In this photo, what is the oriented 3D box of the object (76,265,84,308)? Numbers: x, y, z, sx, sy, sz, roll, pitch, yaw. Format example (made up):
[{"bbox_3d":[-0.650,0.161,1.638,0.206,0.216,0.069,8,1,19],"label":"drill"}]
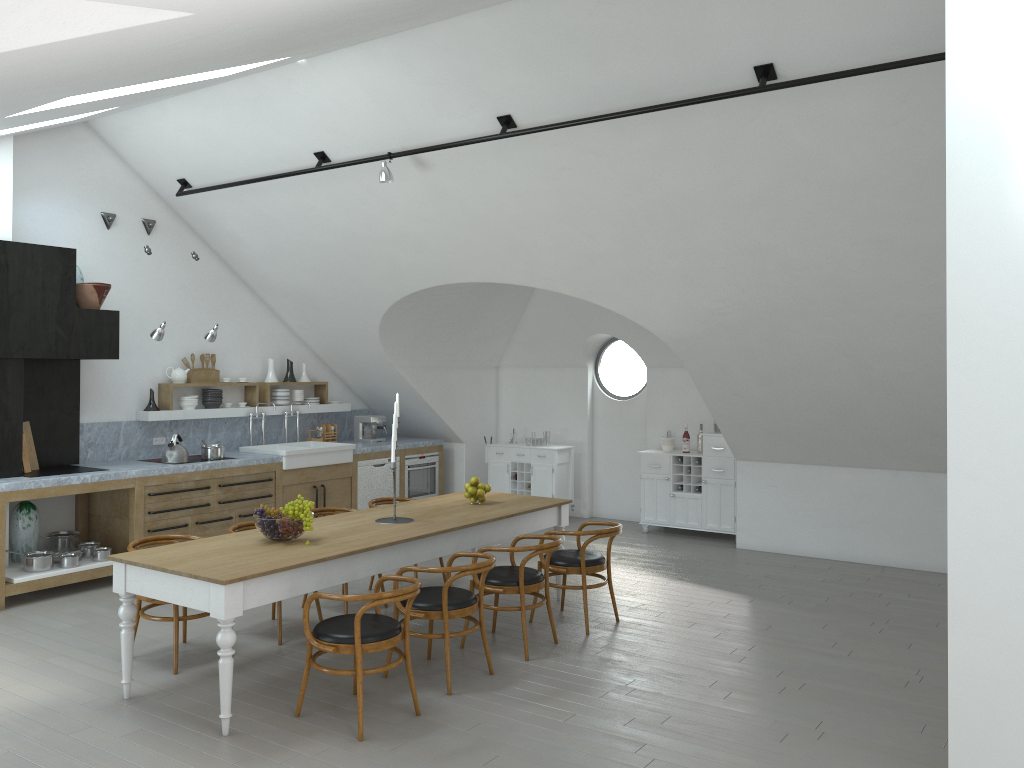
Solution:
[{"bbox_3d":[-3.957,-0.896,7.941,0.231,0.503,0.231,0,-1,-14],"label":"object"}]

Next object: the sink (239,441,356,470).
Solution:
[{"bbox_3d":[-2.301,0.764,9.563,0.727,0.202,1.020,1,1,35],"label":"sink"}]

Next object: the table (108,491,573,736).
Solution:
[{"bbox_3d":[-0.883,1.341,6.014,1.018,0.799,3.348,0,1,35],"label":"table"}]

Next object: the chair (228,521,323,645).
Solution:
[{"bbox_3d":[-1.691,1.370,6.245,0.621,0.735,0.527,0,0,31],"label":"chair"}]

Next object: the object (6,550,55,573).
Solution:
[{"bbox_3d":[-3.875,1.422,7.162,0.378,0.164,0.223,0,0,24],"label":"object"}]

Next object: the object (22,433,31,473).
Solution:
[{"bbox_3d":[-4.081,0.582,7.418,0.148,0.336,0.081,0,-1,25],"label":"object"}]

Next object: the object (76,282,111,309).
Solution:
[{"bbox_3d":[-3.697,-0.758,7.739,0.348,0.236,0.366,0,0,-38],"label":"object"}]

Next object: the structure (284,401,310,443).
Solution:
[{"bbox_3d":[-2.372,0.456,9.959,0.332,0.530,0.214,0,-1,15],"label":"structure"}]

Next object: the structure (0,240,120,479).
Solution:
[{"bbox_3d":[-4.027,-0.199,7.526,0.780,1.885,1.075,0,-1,35],"label":"structure"}]

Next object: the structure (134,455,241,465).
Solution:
[{"bbox_3d":[-3.124,0.748,8.545,0.647,0.041,0.737,1,1,35],"label":"structure"}]

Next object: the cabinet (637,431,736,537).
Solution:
[{"bbox_3d":[2.059,1.110,9.936,1.242,1.154,0.609,0,0,35],"label":"cabinet"}]

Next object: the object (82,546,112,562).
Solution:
[{"bbox_3d":[-3.513,1.438,7.533,0.261,0.113,0.153,1,0,34],"label":"object"}]

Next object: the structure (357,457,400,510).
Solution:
[{"bbox_3d":[-1.762,1.265,10.313,0.598,0.823,0.724,0,0,35],"label":"structure"}]

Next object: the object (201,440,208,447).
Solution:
[{"bbox_3d":[-2.974,0.634,8.692,0.236,0.167,0.051,0,0,30],"label":"object"}]

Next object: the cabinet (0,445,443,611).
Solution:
[{"bbox_3d":[-3.062,1.301,8.712,1.004,1.022,6.427,0,1,35],"label":"cabinet"}]

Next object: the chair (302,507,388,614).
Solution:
[{"bbox_3d":[-1.328,1.361,6.879,0.621,0.735,0.527,0,0,38],"label":"chair"}]

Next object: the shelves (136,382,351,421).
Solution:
[{"bbox_3d":[-3.505,-0.320,8.516,0.480,1.362,5.549,0,1,29],"label":"shelves"}]

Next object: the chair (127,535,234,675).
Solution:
[{"bbox_3d":[-2.152,1.377,5.683,0.621,0.735,0.527,0,0,35],"label":"chair"}]

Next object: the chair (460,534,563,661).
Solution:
[{"bbox_3d":[0.029,1.381,5.884,0.621,0.735,0.527,0,0,30],"label":"chair"}]

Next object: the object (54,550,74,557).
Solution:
[{"bbox_3d":[-3.793,1.436,7.506,0.061,0.035,0.169,0,1,35],"label":"object"}]

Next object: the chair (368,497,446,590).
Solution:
[{"bbox_3d":[-0.909,1.353,7.469,0.621,0.735,0.527,0,0,31],"label":"chair"}]

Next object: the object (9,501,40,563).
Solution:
[{"bbox_3d":[-4.114,1.241,7.485,0.231,0.498,0.231,0,-1,-14],"label":"object"}]

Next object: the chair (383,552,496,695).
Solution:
[{"bbox_3d":[-0.397,1.388,5.293,0.621,0.735,0.527,0,0,35],"label":"chair"}]

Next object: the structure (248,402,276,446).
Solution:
[{"bbox_3d":[-2.649,0.461,9.556,0.332,0.530,0.214,0,-1,15],"label":"structure"}]

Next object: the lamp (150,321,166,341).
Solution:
[{"bbox_3d":[-3.172,-0.472,7.936,0.115,0.178,0.164,0,0,-37],"label":"lamp"}]

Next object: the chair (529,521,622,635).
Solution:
[{"bbox_3d":[0.495,1.373,6.440,0.621,0.735,0.527,0,0,37],"label":"chair"}]

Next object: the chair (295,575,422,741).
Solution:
[{"bbox_3d":[-0.776,1.397,4.672,0.621,0.735,0.527,0,0,38],"label":"chair"}]

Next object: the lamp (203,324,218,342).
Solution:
[{"bbox_3d":[-2.840,-0.482,8.410,0.169,0.176,0.112,0,0,27],"label":"lamp"}]

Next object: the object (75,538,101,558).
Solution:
[{"bbox_3d":[-3.682,1.427,7.707,0.182,0.134,0.308,0,1,-31],"label":"object"}]

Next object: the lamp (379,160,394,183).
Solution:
[{"bbox_3d":[-0.974,-1.651,6.884,0.112,0.175,0.114,0,0,-3],"label":"lamp"}]

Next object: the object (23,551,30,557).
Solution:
[{"bbox_3d":[-3.805,1.396,7.076,0.051,0.152,0.190,0,0,35],"label":"object"}]

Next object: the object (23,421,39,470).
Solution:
[{"bbox_3d":[-4.135,0.532,7.603,0.148,0.427,0.078,0,-1,-20],"label":"object"}]

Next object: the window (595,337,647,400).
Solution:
[{"bbox_3d":[1.396,-0.200,10.988,0.900,0.900,0.060,0,-1,35],"label":"window"}]

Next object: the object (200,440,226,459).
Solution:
[{"bbox_3d":[-2.901,0.659,8.739,0.232,0.170,0.394,0,1,14],"label":"object"}]

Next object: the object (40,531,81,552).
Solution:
[{"bbox_3d":[-4.063,1.394,7.838,0.455,0.197,0.268,0,0,-21],"label":"object"}]

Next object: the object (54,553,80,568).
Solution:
[{"bbox_3d":[-3.667,1.441,7.272,0.261,0.113,0.153,0,0,24],"label":"object"}]

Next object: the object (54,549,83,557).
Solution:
[{"bbox_3d":[-3.737,1.433,7.458,0.041,0.045,0.247,0,1,33],"label":"object"}]

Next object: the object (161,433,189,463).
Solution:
[{"bbox_3d":[-3.168,0.599,8.342,0.246,0.268,0.246,0,0,45],"label":"object"}]

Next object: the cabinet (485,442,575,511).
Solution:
[{"bbox_3d":[0.199,1.155,10.986,1.134,0.789,0.496,0,0,35],"label":"cabinet"}]

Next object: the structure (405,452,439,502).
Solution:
[{"bbox_3d":[-1.330,1.161,10.934,0.631,0.637,0.632,0,0,35],"label":"structure"}]

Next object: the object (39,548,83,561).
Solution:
[{"bbox_3d":[-3.862,1.436,7.456,0.508,0.052,0.263,0,1,11],"label":"object"}]
